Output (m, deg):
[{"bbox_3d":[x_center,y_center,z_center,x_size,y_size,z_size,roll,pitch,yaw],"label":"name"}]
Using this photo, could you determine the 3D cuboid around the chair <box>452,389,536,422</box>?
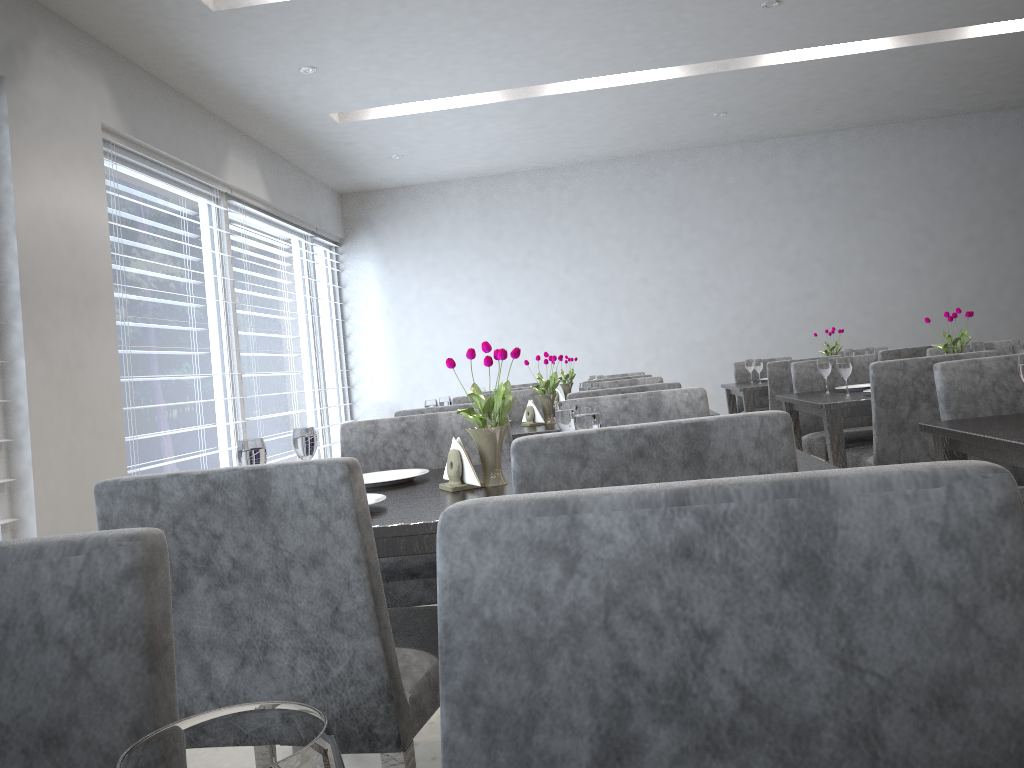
[{"bbox_3d":[-0.054,0.425,3.789,0.477,0.765,0.490,-6,-2,1],"label":"chair"}]

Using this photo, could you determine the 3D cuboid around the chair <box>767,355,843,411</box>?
[{"bbox_3d":[1.567,0.242,4.688,0.476,0.765,0.491,-6,-2,11],"label":"chair"}]

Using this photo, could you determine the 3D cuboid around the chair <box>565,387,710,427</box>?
[{"bbox_3d":[0.305,0.411,2.029,0.476,0.765,0.491,-6,-2,11],"label":"chair"}]

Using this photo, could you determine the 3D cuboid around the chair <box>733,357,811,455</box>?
[{"bbox_3d":[1.635,0.225,5.407,0.477,0.765,0.490,-6,-2,1],"label":"chair"}]

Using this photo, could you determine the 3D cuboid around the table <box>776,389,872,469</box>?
[{"bbox_3d":[1.688,0.312,3.254,1.188,0.637,0.776,-6,-1,6],"label":"table"}]

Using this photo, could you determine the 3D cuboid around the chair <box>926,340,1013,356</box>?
[{"bbox_3d":[1.986,0.213,3.577,0.476,0.765,0.491,-6,-2,11],"label":"chair"}]

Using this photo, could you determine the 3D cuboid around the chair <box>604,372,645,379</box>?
[{"bbox_3d":[0.672,0.325,5.495,0.476,0.765,0.491,-6,-2,11],"label":"chair"}]

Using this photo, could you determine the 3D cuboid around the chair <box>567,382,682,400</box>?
[{"bbox_3d":[0.406,0.386,3.075,0.477,0.765,0.490,-6,-2,1],"label":"chair"}]

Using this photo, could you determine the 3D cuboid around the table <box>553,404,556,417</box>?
[{"bbox_3d":[0.374,0.424,5.172,1.188,0.637,0.776,-6,-1,6],"label":"table"}]

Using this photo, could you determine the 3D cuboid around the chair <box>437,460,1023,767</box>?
[{"bbox_3d":[0.127,0.453,0.348,0.476,0.765,0.491,-6,-2,11],"label":"chair"}]

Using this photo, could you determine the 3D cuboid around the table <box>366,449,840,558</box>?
[{"bbox_3d":[0.007,0.510,1.706,1.188,0.637,0.776,-6,-1,6],"label":"table"}]

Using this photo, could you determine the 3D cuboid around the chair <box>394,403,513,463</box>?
[{"bbox_3d":[-0.121,0.442,3.070,0.476,0.765,0.491,-6,-2,11],"label":"chair"}]

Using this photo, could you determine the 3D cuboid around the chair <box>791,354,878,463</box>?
[{"bbox_3d":[1.448,0.269,3.639,0.477,0.765,0.490,-6,-2,1],"label":"chair"}]

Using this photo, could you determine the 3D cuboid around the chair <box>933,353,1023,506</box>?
[{"bbox_3d":[1.268,0.311,1.941,0.477,0.765,0.490,-6,-2,1],"label":"chair"}]

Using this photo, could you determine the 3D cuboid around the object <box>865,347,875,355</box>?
[{"bbox_3d":[2.008,-0.134,4.945,0.053,0.140,0.053,-4,-4,-36],"label":"object"}]

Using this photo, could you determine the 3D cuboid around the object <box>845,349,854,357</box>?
[{"bbox_3d":[1.986,-0.135,5.188,0.053,0.140,0.053,-4,-4,-36],"label":"object"}]

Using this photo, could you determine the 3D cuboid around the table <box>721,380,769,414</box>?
[{"bbox_3d":[1.875,0.268,5.022,1.188,0.637,0.776,-6,-1,6],"label":"table"}]

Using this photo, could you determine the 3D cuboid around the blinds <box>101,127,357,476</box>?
[{"bbox_3d":[-1.565,-0.179,5.638,0.045,2.050,3.645,-6,0,6],"label":"blinds"}]

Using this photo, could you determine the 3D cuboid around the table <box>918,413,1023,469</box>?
[{"bbox_3d":[1.509,0.354,1.556,1.188,0.637,0.776,-6,-1,6],"label":"table"}]

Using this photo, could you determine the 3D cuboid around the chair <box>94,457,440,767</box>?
[{"bbox_3d":[-0.301,0.484,1.371,0.476,0.765,0.491,-6,-2,11],"label":"chair"}]

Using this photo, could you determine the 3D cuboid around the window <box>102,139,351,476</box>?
[{"bbox_3d":[-1.667,-0.142,5.637,0.158,2.079,3.653,-6,0,6],"label":"window"}]

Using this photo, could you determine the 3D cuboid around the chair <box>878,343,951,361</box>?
[{"bbox_3d":[2.094,0.187,4.693,0.477,0.765,0.490,-6,-2,1],"label":"chair"}]

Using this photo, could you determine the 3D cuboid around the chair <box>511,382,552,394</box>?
[{"bbox_3d":[0.134,0.381,5.557,0.477,0.765,0.490,-6,-2,1],"label":"chair"}]

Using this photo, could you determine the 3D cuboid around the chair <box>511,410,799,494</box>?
[{"bbox_3d":[0.226,0.428,1.377,0.477,0.765,0.490,-6,-2,1],"label":"chair"}]

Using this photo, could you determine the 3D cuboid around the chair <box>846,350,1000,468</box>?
[{"bbox_3d":[1.380,0.286,2.920,0.476,0.765,0.491,-6,-2,11],"label":"chair"}]

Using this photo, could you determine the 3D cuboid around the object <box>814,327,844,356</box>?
[{"bbox_3d":[1.821,-0.185,5.032,0.154,0.278,0.103,-6,-3,3],"label":"object"}]

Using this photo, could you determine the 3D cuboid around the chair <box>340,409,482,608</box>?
[{"bbox_3d":[-0.233,0.467,2.091,0.477,0.765,0.490,-6,-2,1],"label":"chair"}]

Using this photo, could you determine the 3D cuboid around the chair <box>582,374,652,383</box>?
[{"bbox_3d":[0.593,0.342,4.843,0.477,0.765,0.490,-6,-2,1],"label":"chair"}]

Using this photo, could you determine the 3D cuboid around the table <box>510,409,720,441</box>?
[{"bbox_3d":[0.187,0.468,3.404,1.188,0.637,0.776,-6,-1,6],"label":"table"}]

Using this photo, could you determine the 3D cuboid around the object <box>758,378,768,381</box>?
[{"bbox_3d":[1.579,-0.031,5.262,0.216,0.015,0.217,-6,1,21],"label":"object"}]

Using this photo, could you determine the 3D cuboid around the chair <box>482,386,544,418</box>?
[{"bbox_3d":[0.066,0.398,4.838,0.476,0.765,0.491,-6,-2,11],"label":"chair"}]

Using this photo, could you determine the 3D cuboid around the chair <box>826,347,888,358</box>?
[{"bbox_3d":[2.173,0.170,5.345,0.476,0.765,0.491,-6,-2,11],"label":"chair"}]

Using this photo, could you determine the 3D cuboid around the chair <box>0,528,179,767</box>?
[{"bbox_3d":[-0.411,0.508,0.410,0.477,0.765,0.490,-6,-2,1],"label":"chair"}]

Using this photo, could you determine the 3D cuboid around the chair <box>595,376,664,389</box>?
[{"bbox_3d":[0.485,0.369,3.727,0.476,0.765,0.491,-6,-2,11],"label":"chair"}]

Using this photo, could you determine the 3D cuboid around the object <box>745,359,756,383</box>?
[{"bbox_3d":[1.415,-0.076,5.245,0.053,0.140,0.053,-4,-4,-36],"label":"object"}]
